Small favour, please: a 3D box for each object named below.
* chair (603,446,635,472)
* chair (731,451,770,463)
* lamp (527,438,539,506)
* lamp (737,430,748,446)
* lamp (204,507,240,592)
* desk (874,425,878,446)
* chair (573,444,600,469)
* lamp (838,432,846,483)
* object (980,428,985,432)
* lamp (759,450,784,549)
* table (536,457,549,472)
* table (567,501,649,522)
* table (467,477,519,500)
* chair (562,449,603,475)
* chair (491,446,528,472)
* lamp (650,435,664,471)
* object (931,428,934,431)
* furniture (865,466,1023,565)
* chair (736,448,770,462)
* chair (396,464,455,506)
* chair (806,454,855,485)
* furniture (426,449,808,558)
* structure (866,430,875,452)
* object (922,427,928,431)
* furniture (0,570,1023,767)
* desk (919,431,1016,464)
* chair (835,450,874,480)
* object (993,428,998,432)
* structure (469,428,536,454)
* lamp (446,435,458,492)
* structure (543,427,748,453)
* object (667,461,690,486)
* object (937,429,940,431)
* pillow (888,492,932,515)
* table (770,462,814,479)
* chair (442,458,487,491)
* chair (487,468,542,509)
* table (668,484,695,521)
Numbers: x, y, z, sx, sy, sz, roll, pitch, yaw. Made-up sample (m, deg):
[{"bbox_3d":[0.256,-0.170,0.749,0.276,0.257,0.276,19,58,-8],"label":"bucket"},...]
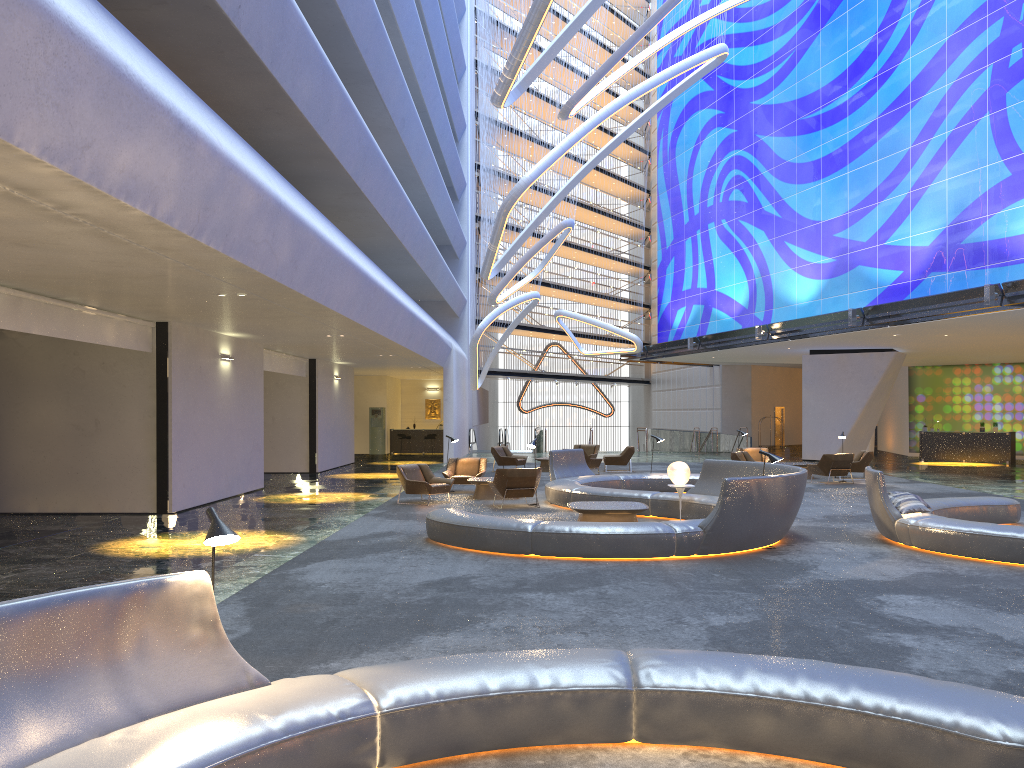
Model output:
[{"bbox_3d":[3.251,2.288,27.018,0.938,0.766,0.930,0,-1,3],"label":"chair"},{"bbox_3d":[6.237,2.152,23.058,0.939,0.766,0.929,-1,-1,35],"label":"chair"},{"bbox_3d":[0.415,1.701,17.114,0.202,1.300,0.384,0,0,18],"label":"lamp"},{"bbox_3d":[6.609,1.964,25.557,0.384,1.300,0.202,0,0,19],"label":"lamp"},{"bbox_3d":[-1.524,1.295,4.571,0.202,1.300,0.384,0,0,-39],"label":"lamp"},{"bbox_3d":[18.950,2.767,47.669,2.978,1.097,0.813,-1,-1,40],"label":"desk"},{"bbox_3d":[2.301,2.337,28.449,0.929,0.766,0.939,-1,-1,28],"label":"chair"},{"bbox_3d":[8.410,1.861,22.551,0.202,1.300,0.384,0,0,18],"label":"lamp"},{"bbox_3d":[16.626,1.617,31.326,0.150,0.145,0.150,-1,-1,35],"label":"object"},{"bbox_3d":[3.387,1.517,11.687,0.384,1.300,0.202,0,0,19],"label":"lamp"},{"bbox_3d":[1.363,2.479,27.221,1.203,0.392,1.203,-1,-2,19],"label":"table"},{"bbox_3d":[1.442,2.026,13.382,1.203,0.392,1.203,0,-2,2],"label":"table"},{"bbox_3d":[-0.337,2.205,18.751,1.203,0.392,1.203,0,-2,1],"label":"table"},{"bbox_3d":[1.985,2.241,25.516,0.939,0.766,0.929,1,-1,-37],"label":"chair"},{"bbox_3d":[-0.100,2.293,26.961,0.939,0.766,0.929,-1,-1,26],"label":"chair"},{"bbox_3d":[3.241,1.787,19.935,0.384,1.300,0.202,0,0,19],"label":"lamp"},{"bbox_3d":[15.342,1.671,32.344,0.107,0.108,0.111,-1,-1,36],"label":"object"},{"bbox_3d":[7.839,1.572,9.532,5.185,0.969,9.931,0,-2,-7],"label":"furniture"},{"bbox_3d":[6.948,2.230,25.493,0.929,0.766,0.939,0,-1,7],"label":"chair"},{"bbox_3d":[-1.758,1.991,17.621,0.939,0.766,0.929,-1,-1,35],"label":"chair"},{"bbox_3d":[8.063,2.124,22.332,0.929,0.766,0.939,0,-1,-15],"label":"chair"},{"bbox_3d":[2.377,1.775,15.341,5.185,0.969,9.930,-1,-2,18],"label":"furniture"},{"bbox_3d":[15.199,1.977,37.740,1.022,2.051,0.773,0,0,-20],"label":"structure"},{"bbox_3d":[15.143,1.657,32.490,0.149,0.150,0.149,-1,-1,36],"label":"object"},{"bbox_3d":[0.221,1.289,0.352,5.185,0.969,9.931,0,-2,-2],"label":"furniture"},{"bbox_3d":[16.343,2.256,31.865,2.978,1.097,0.813,-1,-1,40],"label":"desk"},{"bbox_3d":[9.119,2.166,23.687,0.938,0.766,0.930,0,-1,10],"label":"chair"},{"bbox_3d":[16.967,1.609,31.102,0.150,0.145,0.150,-1,-1,35],"label":"object"},{"bbox_3d":[-0.191,6.436,49.201,3.016,8.238,19.837,0,-2,1],"label":"structure"},{"bbox_3d":[-1.386,1.803,20.120,0.384,1.300,0.202,0,0,19],"label":"lamp"},{"bbox_3d":[6.251,6.465,49.494,9.304,8.398,19.741,0,-2,1],"label":"structure"},{"bbox_3d":[2.700,1.451,14.364,0.367,0.387,0.318,0,-1,9],"label":"object"},{"bbox_3d":[15.503,1.686,32.225,0.072,0.070,0.073,-1,-1,36],"label":"object"},{"bbox_3d":[5.411,1.623,12.212,0.692,0.262,0.877,0,-2,10],"label":"pillow"},{"bbox_3d":[7.658,2.366,24.188,1.203,0.392,1.203,0,-2,2],"label":"table"},{"bbox_3d":[-1.047,2.070,20.056,0.929,0.766,0.939,0,-1,7],"label":"chair"},{"bbox_3d":[0.068,1.964,16.895,0.929,0.766,0.939,0,-1,-15],"label":"chair"},{"bbox_3d":[2.743,1.943,14.393,0.418,0.595,0.428,0,-1,0],"label":"table"}]
